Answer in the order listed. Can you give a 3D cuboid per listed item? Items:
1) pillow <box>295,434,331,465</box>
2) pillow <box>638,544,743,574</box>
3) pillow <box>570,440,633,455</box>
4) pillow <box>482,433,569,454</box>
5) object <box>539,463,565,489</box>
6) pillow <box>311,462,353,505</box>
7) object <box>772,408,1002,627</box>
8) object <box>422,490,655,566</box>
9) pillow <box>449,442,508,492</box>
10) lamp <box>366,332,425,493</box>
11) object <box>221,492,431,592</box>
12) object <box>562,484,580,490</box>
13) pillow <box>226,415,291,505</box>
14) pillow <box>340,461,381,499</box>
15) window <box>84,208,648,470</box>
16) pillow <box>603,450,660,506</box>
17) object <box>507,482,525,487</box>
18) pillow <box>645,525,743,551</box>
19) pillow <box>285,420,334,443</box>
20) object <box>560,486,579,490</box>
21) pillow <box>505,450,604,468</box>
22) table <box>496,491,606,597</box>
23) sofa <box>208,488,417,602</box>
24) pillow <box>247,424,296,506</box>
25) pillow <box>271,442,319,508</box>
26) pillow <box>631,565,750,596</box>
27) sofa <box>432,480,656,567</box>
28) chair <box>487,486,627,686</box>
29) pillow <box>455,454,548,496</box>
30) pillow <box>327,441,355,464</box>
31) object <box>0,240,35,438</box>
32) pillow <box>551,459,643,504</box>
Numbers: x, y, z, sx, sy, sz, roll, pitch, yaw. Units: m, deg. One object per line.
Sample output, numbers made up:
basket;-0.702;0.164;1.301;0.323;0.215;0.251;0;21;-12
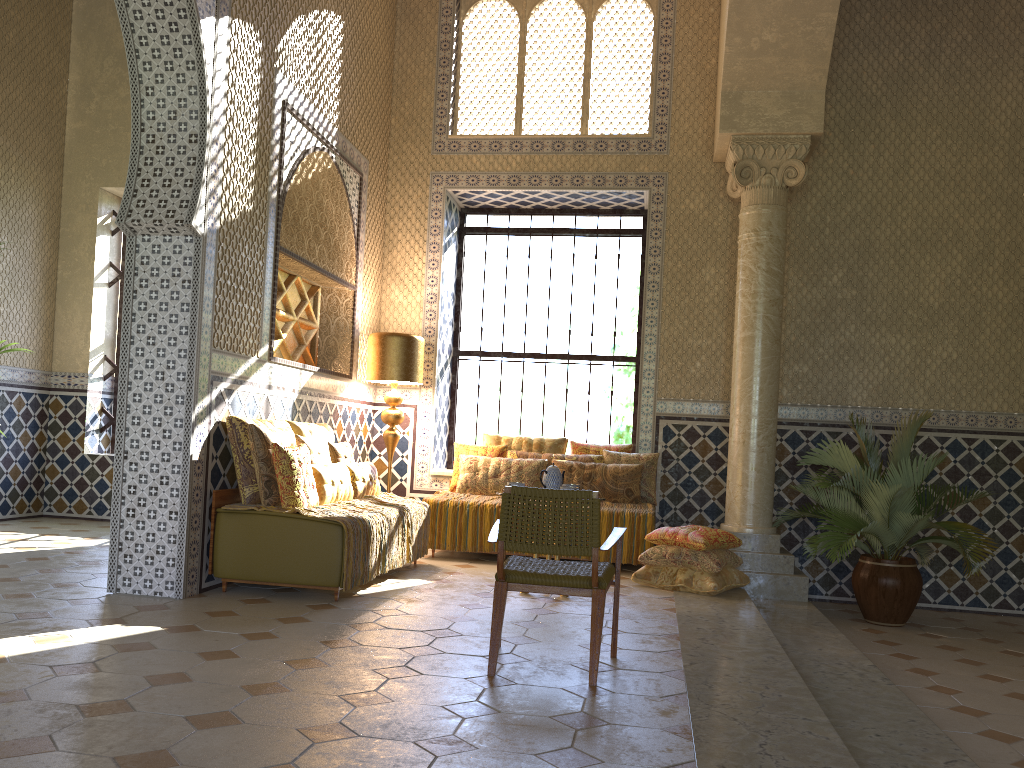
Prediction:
pillow;-2.034;0.875;9.127;0.340;0.692;0.742;3;-2;10
pillow;1.980;1.926;9.783;0.931;0.347;0.882;1;-4;30
pillow;1.167;1.173;11.828;0.855;0.800;0.394;3;-1;10
pillow;0.138;1.098;11.937;1.192;0.832;0.423;3;-1;9
object;0.405;0.952;8.891;0.273;0.323;0.199;3;-1;-1
pillow;-1.852;1.033;9.006;0.271;0.450;0.985;3;-3;9
object;4.444;1.511;10.148;2.642;2.500;2.167;3;-2;-4
object;0.354;1.794;11.334;2.884;0.717;1.317;2;-3;9
pillow;-0.454;1.135;11.810;0.740;0.693;0.341;3;-1;10
lamp;-1.586;0.763;11.630;0.737;2.812;0.736;3;-1;-22
object;-1.783;1.538;9.161;1.313;0.717;2.893;2;-4;10
object;0.605;1.089;9.174;0.183;0.100;0.183;3;-3;-2
pillow;-2.387;0.749;8.659;0.422;0.831;1.195;3;-3;9
pillow;-1.702;1.102;9.931;0.271;0.450;0.985;3;-3;9
window;-2.320;-0.740;13.246;8.481;3.988;0.575;3;-1;5
pillow;1.525;1.217;11.488;0.740;0.693;0.341;3;-1;10
object;0.039;1.042;8.909;0.184;0.100;0.183;4;-3;-10
pillow;2.006;1.718;9.774;0.803;0.310;0.749;0;-5;43
pillow;-2.196;0.837;9.840;0.422;0.831;1.195;3;-3;9
object;0.552;1.044;8.540;0.183;0.100;0.184;3;-3;5
pillow;0.535;1.205;11.628;1.341;0.615;0.371;2;-2;9
table;0.361;1.598;8.845;1.099;0.980;1.103;1;-3;39
sofa;-1.842;1.545;9.183;1.273;0.936;2.856;3;-3;9
pillow;-2.227;0.782;8.406;0.383;0.779;0.836;3;-2;10
pillow;-1.997;0.877;8.221;0.345;0.651;0.686;3;-2;9
pillow;1.990;2.129;9.787;0.990;0.368;1.045;1;-4;34
sofa;0.403;1.809;11.389;2.848;0.937;1.276;2;-3;9
chair;0.274;1.290;6.004;0.950;1.208;0.908;3;-2;9
pillow;-0.140;1.218;11.516;1.191;0.546;0.329;2;-2;9
pillow;-1.908;0.964;9.919;0.313;0.637;0.683;3;-2;10
object;-6.590;0.007;9.635;2.255;3.550;2.759;3;-2;13
pillow;1.068;1.268;11.319;1.191;0.546;0.329;2;-2;9
